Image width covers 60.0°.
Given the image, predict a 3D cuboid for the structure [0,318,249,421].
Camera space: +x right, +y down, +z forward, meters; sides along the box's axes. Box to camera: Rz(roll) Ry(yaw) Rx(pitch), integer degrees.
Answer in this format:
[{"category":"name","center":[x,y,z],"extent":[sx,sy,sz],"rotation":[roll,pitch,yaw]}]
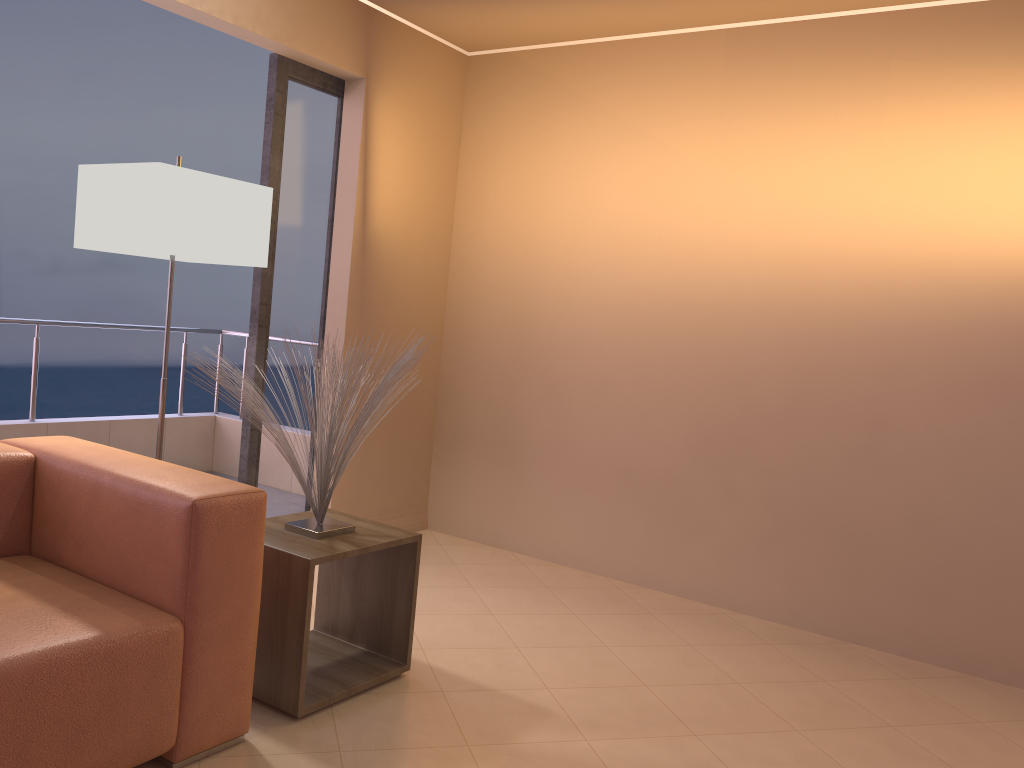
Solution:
[{"category":"structure","center":[-2.342,0.029,3.560],"extent":[1.663,0.541,4.176],"rotation":[8,5,33]}]

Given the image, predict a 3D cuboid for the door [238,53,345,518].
[{"category":"door","center":[-0.970,-0.319,4.001],"extent":[0.056,2.160,0.480],"rotation":[8,5,33]}]

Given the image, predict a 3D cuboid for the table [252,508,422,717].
[{"category":"table","center":[-0.599,0.658,2.686],"extent":[0.415,0.436,0.469],"rotation":[8,5,33]}]

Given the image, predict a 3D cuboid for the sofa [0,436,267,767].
[{"category":"sofa","center":[-1.767,0.537,1.370],"extent":[0.943,0.672,2.781],"rotation":[8,5,33]}]

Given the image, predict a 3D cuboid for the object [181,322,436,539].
[{"category":"object","center":[-0.618,0.117,2.697],"extent":[0.703,0.634,0.700],"rotation":[5,4,-10]}]

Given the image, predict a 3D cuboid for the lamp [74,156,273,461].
[{"category":"lamp","center":[-1.211,0.006,3.085],"extent":[0.454,1.578,0.454],"rotation":[8,5,33]}]
